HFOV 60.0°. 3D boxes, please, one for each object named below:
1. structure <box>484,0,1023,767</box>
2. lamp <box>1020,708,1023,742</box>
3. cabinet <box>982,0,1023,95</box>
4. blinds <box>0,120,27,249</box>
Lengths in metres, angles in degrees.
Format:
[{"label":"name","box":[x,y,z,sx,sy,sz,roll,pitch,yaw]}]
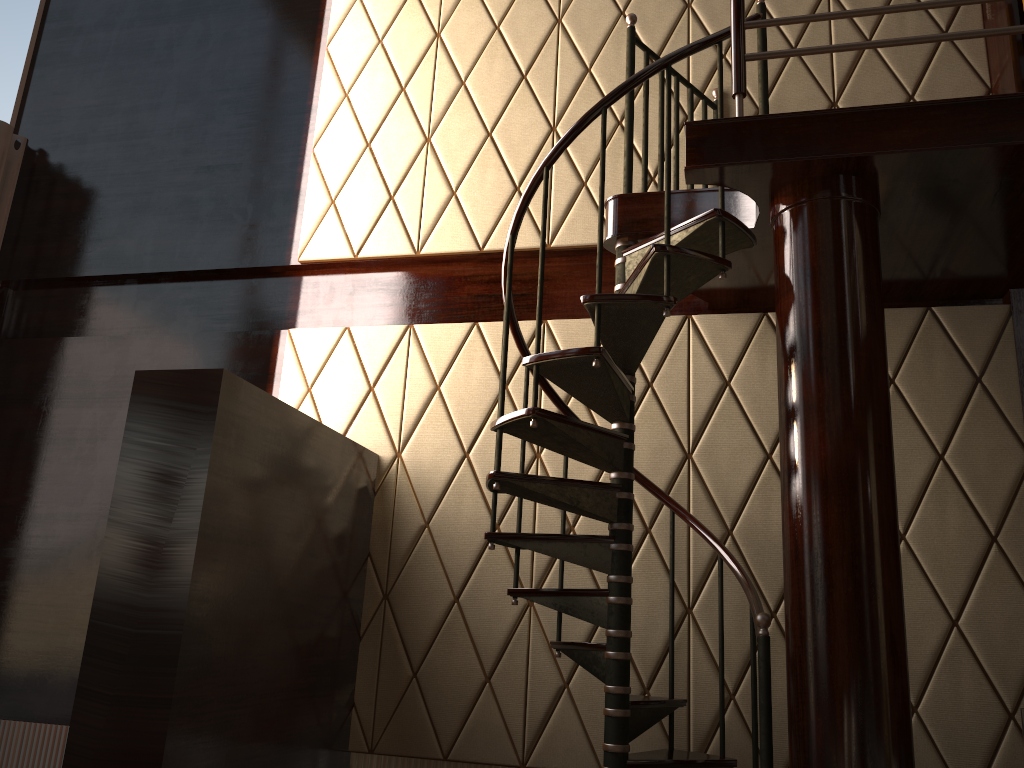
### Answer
[{"label":"structure","box":[1.183,-0.629,0.439,3.750,3.189,6.107,-1,-17,14]},{"label":"lamp","box":[0.788,0.662,1.240,0.109,0.385,0.106,-3,-18,21]},{"label":"cabinet","box":[2.516,-2.486,0.674,2.576,2.432,6.767,-1,-17,14]},{"label":"blinds","box":[-3.285,-0.364,2.408,0.108,3.403,4.683,-1,-17,14]}]
